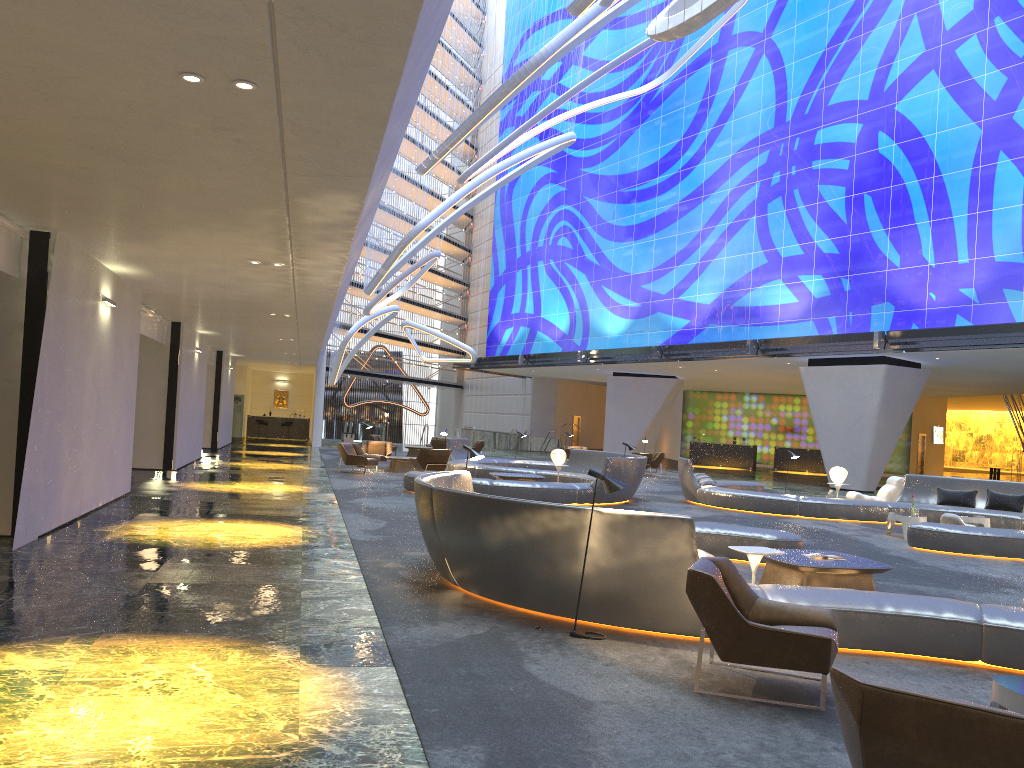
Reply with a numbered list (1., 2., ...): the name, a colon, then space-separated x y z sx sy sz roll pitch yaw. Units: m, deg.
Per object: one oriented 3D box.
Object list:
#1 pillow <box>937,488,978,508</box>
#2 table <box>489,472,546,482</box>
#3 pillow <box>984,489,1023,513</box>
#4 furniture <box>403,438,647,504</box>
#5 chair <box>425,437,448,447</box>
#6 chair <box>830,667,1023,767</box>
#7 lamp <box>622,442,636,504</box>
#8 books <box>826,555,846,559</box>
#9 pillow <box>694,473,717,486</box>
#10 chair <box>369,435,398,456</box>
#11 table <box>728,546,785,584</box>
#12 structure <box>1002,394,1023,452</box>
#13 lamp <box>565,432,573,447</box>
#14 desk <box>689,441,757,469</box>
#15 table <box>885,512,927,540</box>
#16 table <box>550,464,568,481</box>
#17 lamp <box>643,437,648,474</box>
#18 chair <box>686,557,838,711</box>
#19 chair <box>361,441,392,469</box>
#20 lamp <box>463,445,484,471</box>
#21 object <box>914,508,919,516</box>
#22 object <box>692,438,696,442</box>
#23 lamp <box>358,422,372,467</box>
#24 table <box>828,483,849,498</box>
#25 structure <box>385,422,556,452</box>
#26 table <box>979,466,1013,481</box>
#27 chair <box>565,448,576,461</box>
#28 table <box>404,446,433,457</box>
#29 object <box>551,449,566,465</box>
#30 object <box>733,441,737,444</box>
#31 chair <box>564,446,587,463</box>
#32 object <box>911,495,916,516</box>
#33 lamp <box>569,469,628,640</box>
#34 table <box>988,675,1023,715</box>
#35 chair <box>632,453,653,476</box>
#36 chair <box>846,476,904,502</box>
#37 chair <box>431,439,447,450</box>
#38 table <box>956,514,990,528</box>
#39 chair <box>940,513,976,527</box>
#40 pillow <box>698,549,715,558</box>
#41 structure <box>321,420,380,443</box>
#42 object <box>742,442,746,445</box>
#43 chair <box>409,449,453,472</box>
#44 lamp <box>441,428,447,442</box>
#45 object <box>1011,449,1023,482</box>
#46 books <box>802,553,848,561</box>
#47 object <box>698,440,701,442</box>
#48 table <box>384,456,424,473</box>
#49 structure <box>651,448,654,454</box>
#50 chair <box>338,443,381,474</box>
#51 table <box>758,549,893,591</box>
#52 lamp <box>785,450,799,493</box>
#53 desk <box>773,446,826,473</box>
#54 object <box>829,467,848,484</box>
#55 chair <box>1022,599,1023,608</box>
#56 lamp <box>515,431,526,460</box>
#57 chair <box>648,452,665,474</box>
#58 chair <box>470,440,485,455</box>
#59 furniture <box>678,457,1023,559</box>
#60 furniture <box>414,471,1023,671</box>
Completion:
1. pillow: 8.909 2.289 17.767 0.768 0.369 0.295 2 -2 31
2. table: 0.104 2.246 19.982 1.203 0.392 1.203 4 -2 -13
3. pillow: 9.617 2.289 17.286 0.758 0.416 0.282 2 -2 45
4. furniture: 0.536 2.043 22.115 5.184 0.969 9.935 3 -2 4
5. chair: -2.827 2.481 34.785 0.929 0.766 0.940 3 -2 14
6. chair: 1.746 1.504 3.425 0.928 0.766 0.940 2 -2 36
7. lamp: 2.436 1.887 18.831 0.384 1.300 0.202 3 0 4
8. books: 3.355 1.801 9.217 0.133 0.012 0.189 4 -2 -23
9. pillow: 4.254 2.128 19.846 0.692 0.262 0.877 4 -2 -5
10. chair: -4.774 2.286 32.743 0.938 0.766 0.930 3 -2 11
11. table: 2.157 1.774 7.927 0.418 0.595 0.427 4 -1 -17
12. structure: 28.453 1.793 32.640 11.987 6.245 16.492 4 -2 -13
13. lamp: 2.077 2.431 33.066 0.384 1.300 0.202 3 0 4
14. desk: 9.898 3.337 41.610 2.975 1.097 0.814 2 -1 25
15. table: 6.719 2.443 15.198 0.670 0.406 0.674 2 -2 39
16. table: 1.115 2.243 21.288 0.418 0.595 0.427 4 -1 -14
17. lamp: 4.570 2.480 30.607 0.202 1.300 0.384 3 0 3
18. chair: 1.629 1.591 5.776 0.938 0.766 0.930 3 -2 20
19. chair: -3.961 2.059 25.821 0.929 0.766 0.939 4 -2 -7
20. lamp: -0.530 1.390 10.712 0.384 1.300 0.202 3 0 36
21. object: 6.943 2.195 15.229 0.071 0.118 0.151 3 -2 -3
22. object: 8.619 2.651 41.919 0.149 0.149 0.149 3 -1 21
23. lamp: -4.289 1.769 25.800 0.384 1.300 0.202 3 0 4
24. table: 7.420 2.572 20.244 0.418 0.595 0.427 4 -1 -39
25. structure: -4.486 6.686 56.122 9.309 8.396 19.736 4 -2 -13
26. table: 22.148 4.193 40.654 1.241 0.727 2.310 2 -2 35
27. chair: 2.326 2.616 30.552 0.938 0.766 0.930 3 -2 20
28. table: -3.437 2.569 33.360 1.203 0.392 1.204 3 -2 5
29. object: 1.111 1.750 21.252 0.367 0.387 0.318 3 -1 -6
30. object: 10.343 2.724 41.164 0.150 0.145 0.150 3 -1 20
31. chair: 2.404 2.721 33.087 0.929 0.766 0.939 4 -2 -7
32. object: 6.850 2.067 15.113 0.076 0.355 0.066 3 -1 44
33. lamp: 0.670 1.307 6.835 0.384 1.300 0.202 3 0 -14
34. table: 2.868 1.796 4.610 0.671 0.406 0.673 4 -2 -17
35. chair: 4.272 2.720 30.306 0.930 0.766 0.938 4 -2 -30
36. chair: 8.043 2.456 19.539 1.157 0.882 0.729 3 -1 6
37. chair: -2.398 2.391 31.866 0.929 0.766 0.940 2 -2 39
38. table: 8.104 2.548 15.808 0.673 0.406 0.671 3 -2 6
39. chair: 7.862 2.469 15.345 0.585 0.501 1.787 2 -2 41
40. pillow: 1.479 1.460 7.131 0.876 0.262 0.693 2 -3 39
41. structure: -10.636 6.217 54.225 3.018 8.236 19.832 3 -2 -13
42. object: 10.729 2.741 41.033 0.150 0.145 0.150 3 -1 20
43. chair: -2.093 2.058 23.040 0.930 0.766 0.938 4 -2 -30
44. lamp: -1.796 1.818 23.341 0.202 1.300 0.384 3 0 3
45. object: 23.790 3.861 41.537 0.475 1.664 1.206 3 -1 42
46. books: 3.255 1.790 9.235 0.395 0.039 0.301 3 -2 1
47. object: 8.846 2.680 41.828 0.107 0.108 0.111 3 -1 21
48. table: -2.959 2.255 24.734 1.203 0.392 1.203 4 -2 -14
49. structure: 7.350 2.928 47.015 1.023 2.050 0.772 4 -1 -35
50. chair: -4.039 1.953 23.286 0.938 0.766 0.930 3 -2 20
51. table: 3.162 1.996 9.176 1.203 0.392 1.203 4 -2 -13
52. lamp: 6.408 2.183 20.405 0.202 1.300 0.384 4 -1 -38
53. desk: 13.740 3.541 41.091 2.975 1.097 0.814 2 -1 23
54. object: 7.434 2.079 20.197 0.367 0.387 0.318 4 -1 -31
55. chair: 4.847 1.994 7.831 0.586 0.501 0.491 3 -1 21
56. lamp: 0.229 2.073 26.780 0.384 1.300 0.202 3 0 4
57. chair: 4.954 2.823 31.882 0.939 0.766 0.930 3 -1 -5
58. chair: -1.550 2.511 33.637 0.939 0.766 0.929 4 -2 -11
59. furniture: 7.269 2.267 17.859 5.189 0.969 9.926 4 -2 -21
60. furniture: 2.205 1.541 7.064 5.188 0.969 9.928 4 -2 -17
